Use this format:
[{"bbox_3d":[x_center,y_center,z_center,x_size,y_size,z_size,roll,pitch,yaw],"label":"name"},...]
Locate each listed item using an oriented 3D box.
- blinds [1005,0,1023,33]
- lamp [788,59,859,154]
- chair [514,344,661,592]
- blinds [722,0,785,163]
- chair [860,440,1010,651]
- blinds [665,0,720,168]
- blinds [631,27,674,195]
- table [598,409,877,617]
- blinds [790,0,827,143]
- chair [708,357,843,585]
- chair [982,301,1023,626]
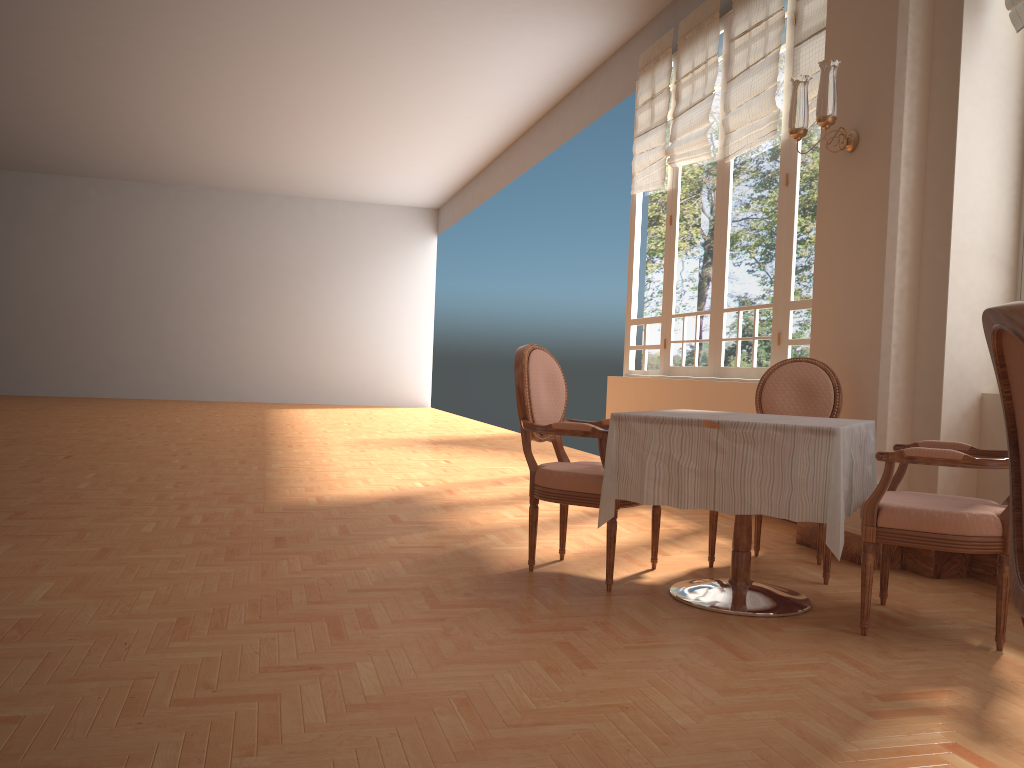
[{"bbox_3d":[2.189,-2.106,3.276,0.072,1.376,0.843,2,1,-15],"label":"blinds"},{"bbox_3d":[1.468,-1.264,4.117,0.274,0.362,0.320,2,1,-15],"label":"lamp"},{"bbox_3d":[0.293,0.305,3.647,0.593,0.931,0.521,3,2,29],"label":"chair"},{"bbox_3d":[1.608,-2.207,5.926,0.054,1.302,0.689,2,1,-16],"label":"blinds"},{"bbox_3d":[1.490,0.365,2.962,0.593,0.931,0.521,3,2,29],"label":"chair"},{"bbox_3d":[1.375,-2.262,6.747,0.085,1.236,0.699,2,1,-15],"label":"blinds"},{"bbox_3d":[1.178,-2.253,7.512,0.038,1.293,0.689,2,1,-15],"label":"blinds"},{"bbox_3d":[0.863,0.460,3.299,0.829,0.677,0.831,3,1,29],"label":"table"},{"bbox_3d":[1.843,-2.148,5.107,0.072,1.376,0.698,2,1,-15],"label":"blinds"},{"bbox_3d":[1.202,0.339,3.908,0.521,0.931,0.593,3,2,29],"label":"chair"},{"bbox_3d":[0.890,0.368,1.093,0.593,0.931,0.521,3,1,18],"label":"chair"}]
